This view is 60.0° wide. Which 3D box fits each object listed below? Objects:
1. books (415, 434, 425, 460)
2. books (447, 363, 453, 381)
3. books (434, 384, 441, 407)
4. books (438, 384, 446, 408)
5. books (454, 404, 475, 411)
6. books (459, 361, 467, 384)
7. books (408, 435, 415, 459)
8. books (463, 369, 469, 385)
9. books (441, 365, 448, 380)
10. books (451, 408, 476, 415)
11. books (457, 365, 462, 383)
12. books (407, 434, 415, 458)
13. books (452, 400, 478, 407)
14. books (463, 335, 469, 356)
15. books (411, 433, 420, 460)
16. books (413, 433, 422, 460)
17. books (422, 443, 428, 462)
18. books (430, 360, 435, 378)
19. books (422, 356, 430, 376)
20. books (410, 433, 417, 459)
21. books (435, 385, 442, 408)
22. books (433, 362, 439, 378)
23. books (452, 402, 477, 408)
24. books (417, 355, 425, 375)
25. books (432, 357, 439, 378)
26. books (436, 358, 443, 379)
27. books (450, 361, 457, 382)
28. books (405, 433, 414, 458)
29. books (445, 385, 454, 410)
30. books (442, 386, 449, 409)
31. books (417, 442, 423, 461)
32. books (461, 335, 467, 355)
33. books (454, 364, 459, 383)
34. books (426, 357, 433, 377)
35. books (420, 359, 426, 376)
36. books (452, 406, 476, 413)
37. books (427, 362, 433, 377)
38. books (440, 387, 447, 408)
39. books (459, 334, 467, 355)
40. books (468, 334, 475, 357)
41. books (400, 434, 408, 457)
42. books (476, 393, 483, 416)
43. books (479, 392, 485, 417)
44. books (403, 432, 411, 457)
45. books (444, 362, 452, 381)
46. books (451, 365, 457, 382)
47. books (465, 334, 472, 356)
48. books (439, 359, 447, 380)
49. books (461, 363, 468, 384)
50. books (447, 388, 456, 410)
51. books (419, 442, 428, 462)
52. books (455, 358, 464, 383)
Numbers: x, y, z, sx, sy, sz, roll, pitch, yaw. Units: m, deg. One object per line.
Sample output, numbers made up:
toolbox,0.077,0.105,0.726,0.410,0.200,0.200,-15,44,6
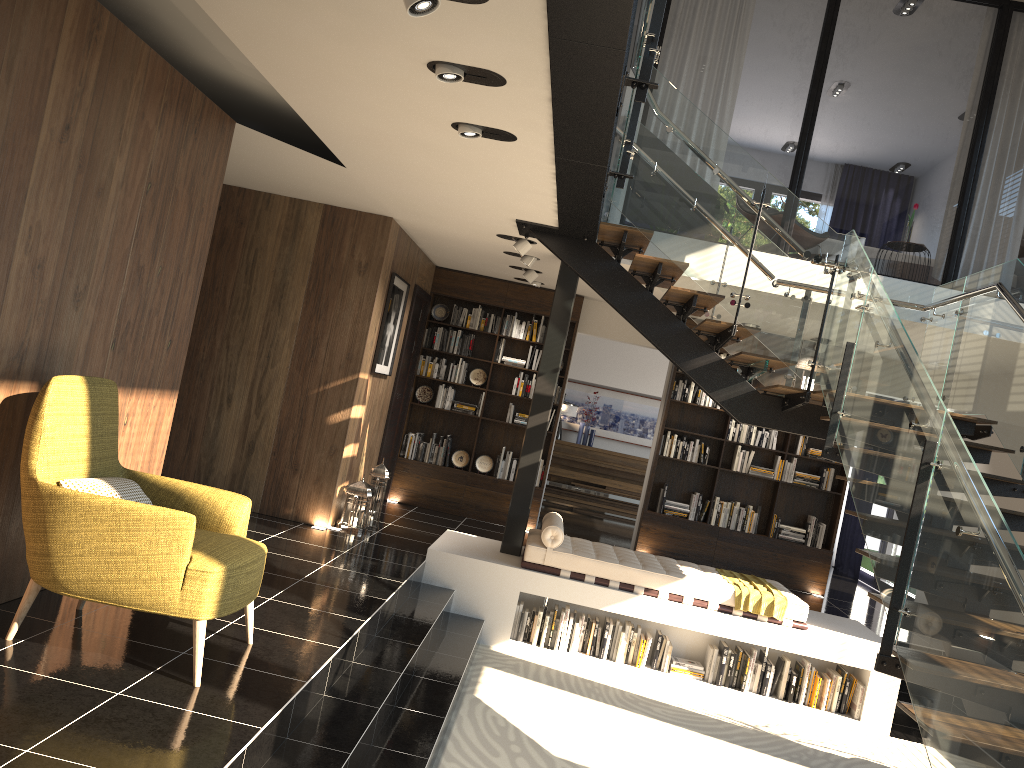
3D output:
books,-1.047,0.714,10.081,0.020,0.304,0.189,12,-1,4
books,-0.689,-0.130,10.038,0.016,0.205,0.205,12,-1,4
books,-0.837,0.135,10.075,0.020,0.264,0.152,12,0,4
books,-0.793,0.138,10.047,0.018,0.275,0.144,12,0,4
books,-0.535,0.262,10.050,0.244,0.033,0.142,12,-1,0
books,-0.558,-0.130,10.048,0.021,0.260,0.197,12,-1,4
books,-1.120,0.716,10.060,0.022,0.269,0.216,12,-1,4
books,-0.526,-0.082,10.056,0.015,0.181,0.136,12,-1,4
books,-0.764,-0.125,10.070,0.026,0.167,0.173,12,-1,4
books,-0.546,0.314,10.048,0.262,0.032,0.155,12,-1,6
books,-0.582,-0.109,10.061,0.018,0.210,0.157,12,-1,4
books,-1.142,0.705,10.093,0.030,0.282,0.170,12,-1,4
books,-0.528,0.222,10.031,0.292,0.013,0.187,12,-1,6
books,-0.517,-0.434,10.062,0.024,0.242,0.144,12,-1,4
books,-1.083,0.705,10.056,0.015,0.306,0.222,12,-1,4
books,-1.065,0.712,10.088,0.018,0.301,0.195,12,-1,4
books,-0.978,0.778,10.076,0.029,0.206,0.167,12,-1,4
books,-0.893,-0.173,10.107,0.018,0.208,0.126,12,-1,4
books,-0.967,-0.203,10.064,0.022,0.235,0.194,12,-1,4
books,-1.098,0.703,10.063,0.016,0.304,0.217,12,-1,4
books,-0.817,0.141,10.038,0.026,0.257,0.192,12,-1,4
books,-0.853,-0.151,10.069,0.035,0.180,0.165,12,-1,4
books,-0.531,0.237,10.038,0.293,0.016,0.174,12,-1,2
books,-1.035,-0.211,10.103,0.030,0.224,0.166,12,-1,4
books,-0.872,-0.183,10.099,0.019,0.236,0.139,12,-1,4
books,-0.812,-0.170,10.081,0.036,0.235,0.170,12,-1,4
books,-0.666,-0.144,10.064,0.020,0.243,0.154,12,-1,4
books,-1.165,0.700,10.077,0.014,0.282,0.232,12,-1,4
books,-0.712,0.153,10.053,0.032,0.279,0.133,12,0,4
books,-0.741,0.154,10.063,0.024,0.265,0.148,12,0,4
books,-1.028,0.766,10.100,0.035,0.212,0.159,12,-1,4
books,-0.537,-0.432,10.058,0.014,0.230,0.172,12,-1,4
books,-0.621,-0.119,10.073,0.027,0.214,0.159,12,-1,4
books,-0.945,-0.196,10.109,0.018,0.232,0.123,12,0,4
books,-1.002,-0.188,10.095,0.045,0.192,0.164,12,-1,4
books,-0.540,0.288,10.050,0.266,0.021,0.152,12,-1,2
books,-0.925,-0.160,10.088,0.037,0.169,0.148,12,-1,4
books,-0.770,0.159,10.071,0.031,0.245,0.120,12,0,4
books,-0.556,-0.440,10.072,0.028,0.240,0.148,12,-1,4
books,-0.461,-0.434,10.064,0.035,0.266,0.133,12,0,4
books,-1.219,0.700,10.105,0.032,0.261,0.195,12,-1,4
books,-0.360,0.236,10.038,0.032,0.261,0.157,12,-1,4
books,-0.334,0.228,10.011,0.018,0.286,0.157,12,0,4
books,-1.184,0.694,10.110,0.032,0.288,0.180,12,-1,4
books,-0.720,-0.141,10.075,0.053,0.216,0.151,12,-1,4
books,-0.650,-0.115,10.050,0.025,0.193,0.172,12,-1,4
books,-0.491,-0.438,10.065,0.025,0.263,0.147,12,0,4
books,-0.783,-0.165,10.059,0.026,0.237,0.164,12,-1,4
books,-0.537,-0.117,10.068,0.023,0.244,0.133,12,0,4
books,-0.684,0.172,10.069,0.030,0.253,0.138,12,0,4
books,-1.004,0.767,10.051,0.021,0.217,0.220,12,-1,4
books,-0.593,-0.149,10.047,0.018,0.284,0.198,12,-1,4
